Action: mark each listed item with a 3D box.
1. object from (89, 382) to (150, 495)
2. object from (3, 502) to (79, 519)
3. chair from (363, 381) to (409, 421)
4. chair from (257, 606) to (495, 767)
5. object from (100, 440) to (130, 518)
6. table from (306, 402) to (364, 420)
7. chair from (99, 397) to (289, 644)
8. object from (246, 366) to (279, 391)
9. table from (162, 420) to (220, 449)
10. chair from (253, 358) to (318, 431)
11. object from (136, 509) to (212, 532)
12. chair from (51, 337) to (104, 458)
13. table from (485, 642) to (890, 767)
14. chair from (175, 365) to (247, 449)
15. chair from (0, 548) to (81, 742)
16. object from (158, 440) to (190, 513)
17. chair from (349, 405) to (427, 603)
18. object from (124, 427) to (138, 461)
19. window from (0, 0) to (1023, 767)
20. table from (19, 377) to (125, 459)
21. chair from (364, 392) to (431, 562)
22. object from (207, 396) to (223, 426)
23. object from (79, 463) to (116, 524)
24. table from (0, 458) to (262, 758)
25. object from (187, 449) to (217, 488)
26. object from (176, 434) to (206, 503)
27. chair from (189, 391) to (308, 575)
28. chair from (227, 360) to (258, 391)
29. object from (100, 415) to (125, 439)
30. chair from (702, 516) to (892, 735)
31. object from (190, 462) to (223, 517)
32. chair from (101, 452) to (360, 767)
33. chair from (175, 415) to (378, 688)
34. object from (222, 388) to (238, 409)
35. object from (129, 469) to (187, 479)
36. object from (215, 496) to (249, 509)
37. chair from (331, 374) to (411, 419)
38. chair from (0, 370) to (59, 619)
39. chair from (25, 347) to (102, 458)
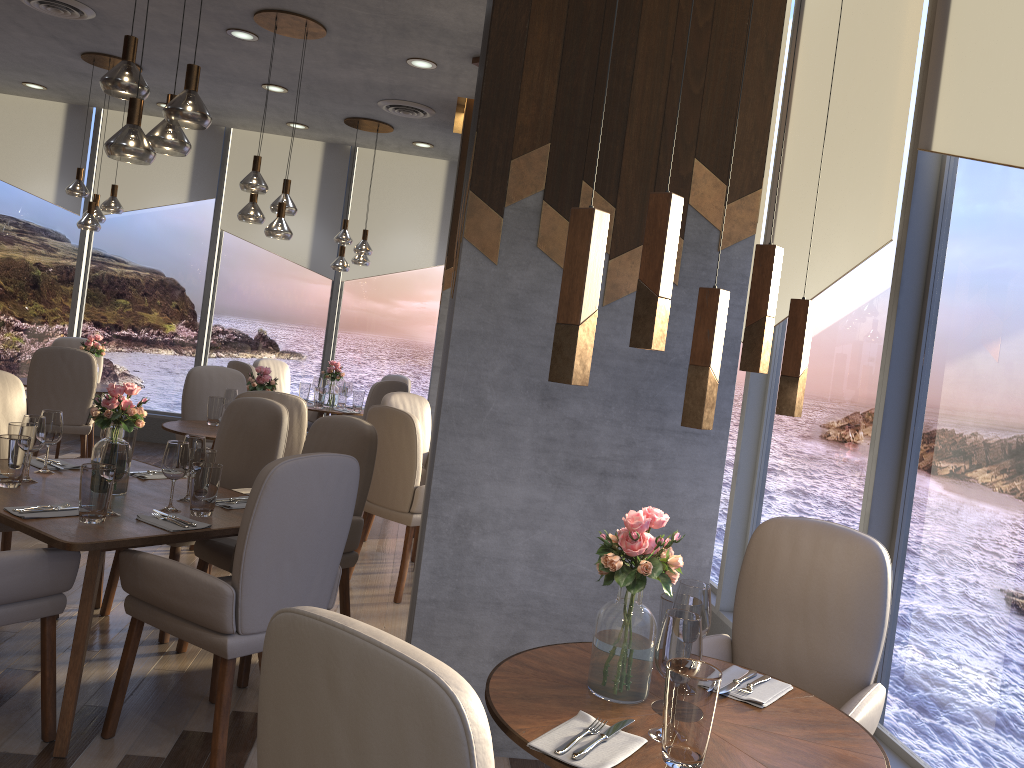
[{"bbox_3d":[-1.461,0.197,3.270,0.210,0.415,0.198,7,1,-28],"label":"object"},{"bbox_3d":[-1.489,0.405,2.877,0.158,0.019,0.254,9,3,38],"label":"object"},{"bbox_3d":[-1.254,0.433,7.503,0.601,1.000,0.527,8,1,38],"label":"chair"},{"bbox_3d":[-0.100,0.823,1.380,0.529,1.000,0.598,8,1,37],"label":"chair"},{"bbox_3d":[-1.318,0.312,2.927,0.092,0.244,0.092,7,1,-10],"label":"object"},{"bbox_3d":[-1.657,0.534,7.880,0.833,0.662,0.835,7,2,-19],"label":"table"},{"bbox_3d":[-1.392,0.553,3.990,0.529,1.000,0.599,8,1,32],"label":"chair"},{"bbox_3d":[-1.584,0.091,5.579,0.198,0.415,0.209,8,1,42],"label":"object"},{"bbox_3d":[-1.758,0.616,5.470,0.832,0.662,0.836,6,2,-31],"label":"table"},{"bbox_3d":[-2.143,0.288,8.241,0.601,1.000,0.527,8,1,38],"label":"chair"},{"bbox_3d":[-1.136,0.449,2.945,0.255,0.019,0.157,9,3,34],"label":"object"},{"bbox_3d":[-3.706,0.116,7.441,0.527,1.000,0.601,7,1,-25],"label":"chair"},{"bbox_3d":[0.315,1.025,1.892,0.833,0.662,0.835,7,2,-15],"label":"table"},{"bbox_3d":[-1.993,0.397,5.969,0.527,1.000,0.601,7,1,-30],"label":"chair"},{"bbox_3d":[-1.685,0.569,2.596,0.529,1.000,0.599,8,1,30],"label":"chair"},{"bbox_3d":[-1.181,0.323,3.099,0.092,0.244,0.092,8,1,14],"label":"object"},{"bbox_3d":[-0.531,0.628,4.920,0.529,1.000,0.598,8,1,41],"label":"chair"},{"bbox_3d":[-1.649,0.270,3.749,0.102,0.178,0.102,8,1,43],"label":"object"},{"bbox_3d":[-1.769,-0.941,6.174,16.157,3.198,8.047,9,3,39],"label":"window"},{"bbox_3d":[-3.500,0.333,6.903,0.836,0.662,0.832,9,2,44],"label":"table"},{"bbox_3d":[-0.597,0.584,5.819,0.601,1.000,0.527,8,1,44],"label":"chair"},{"bbox_3d":[-1.879,0.171,5.606,0.102,0.178,0.102,7,1,-25],"label":"object"},{"bbox_3d":[-1.325,0.349,2.818,0.102,0.178,0.102,7,1,-26],"label":"object"},{"bbox_3d":[-1.553,0.726,3.288,1.310,0.665,0.963,9,2,35],"label":"table"},{"bbox_3d":[-1.196,0.342,3.404,0.102,0.178,0.102,8,1,43],"label":"object"},{"bbox_3d":[-1.192,0.314,3.294,0.092,0.244,0.092,7,1,-28],"label":"object"},{"bbox_3d":[-1.458,0.507,4.942,0.527,1.000,0.601,7,1,-29],"label":"chair"},{"bbox_3d":[-2.113,0.323,7.460,0.529,1.000,0.598,8,1,41],"label":"chair"},{"bbox_3d":[-1.645,0.242,3.640,0.092,0.244,0.092,7,1,-6],"label":"object"},{"bbox_3d":[0.692,0.886,2.388,0.529,1.000,0.598,8,1,37],"label":"chair"},{"bbox_3d":[-1.077,0.370,3.104,0.102,0.178,0.102,8,1,30],"label":"object"},{"bbox_3d":[-0.868,0.666,2.823,0.601,1.000,0.527,8,1,32],"label":"chair"},{"bbox_3d":[-0.936,0.625,3.661,0.529,1.000,0.598,8,1,38],"label":"chair"},{"bbox_3d":[-1.774,0.153,5.565,0.092,0.244,0.092,7,1,-12],"label":"object"},{"bbox_3d":[-1.504,0.371,3.695,0.158,0.019,0.254,9,3,37],"label":"object"},{"bbox_3d":[-1.051,0.444,3.349,0.158,0.019,0.254,9,3,37],"label":"object"},{"bbox_3d":[-1.328,0.391,8.310,0.529,1.000,0.598,8,1,42],"label":"chair"},{"bbox_3d":[-2.223,0.454,3.756,0.601,1.000,0.527,8,1,38],"label":"chair"},{"bbox_3d":[-3.251,0.217,6.375,0.527,1.000,0.601,7,1,-24],"label":"chair"}]
